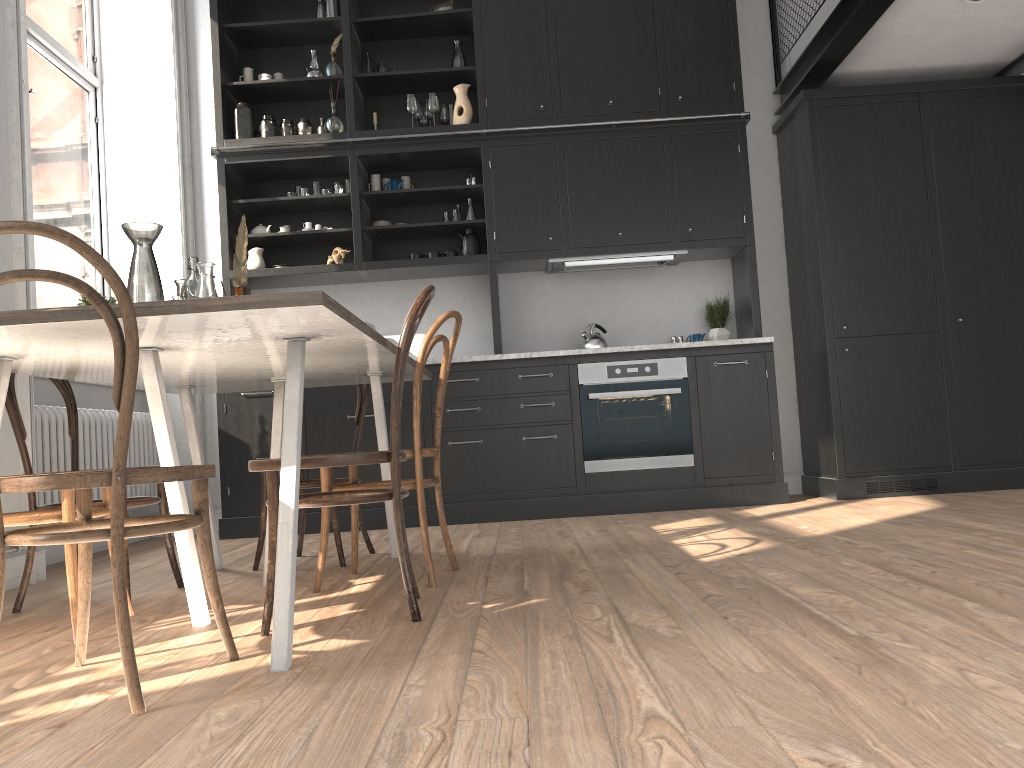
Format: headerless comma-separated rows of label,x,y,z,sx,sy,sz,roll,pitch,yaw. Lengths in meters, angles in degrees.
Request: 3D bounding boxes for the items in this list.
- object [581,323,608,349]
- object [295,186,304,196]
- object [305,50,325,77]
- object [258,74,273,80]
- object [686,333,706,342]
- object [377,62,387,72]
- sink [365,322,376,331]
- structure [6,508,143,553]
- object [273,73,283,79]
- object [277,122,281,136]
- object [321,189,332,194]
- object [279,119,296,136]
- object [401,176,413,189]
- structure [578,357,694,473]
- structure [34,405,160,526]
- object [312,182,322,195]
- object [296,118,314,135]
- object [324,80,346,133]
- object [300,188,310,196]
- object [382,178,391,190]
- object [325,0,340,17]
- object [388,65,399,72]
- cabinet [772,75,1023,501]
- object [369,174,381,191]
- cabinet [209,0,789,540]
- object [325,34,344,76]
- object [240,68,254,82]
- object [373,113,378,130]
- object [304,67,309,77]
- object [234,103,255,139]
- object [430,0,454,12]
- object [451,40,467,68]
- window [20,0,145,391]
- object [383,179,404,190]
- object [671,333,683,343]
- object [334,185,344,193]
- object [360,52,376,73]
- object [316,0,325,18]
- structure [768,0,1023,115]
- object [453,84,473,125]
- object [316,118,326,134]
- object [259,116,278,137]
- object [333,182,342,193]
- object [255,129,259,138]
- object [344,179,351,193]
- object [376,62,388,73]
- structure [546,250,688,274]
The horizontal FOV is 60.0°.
object,0.506,-0.281,5.460,0.171,0.186,0.171,-4,-3,11
object,-1.335,-1.186,5.583,0.060,0.107,0.060,-2,-4,-32
object,-1.240,-1.984,5.577,0.132,0.219,0.132,-2,-4,-25
object,-1.558,-1.899,5.611,0.096,0.095,0.096,-6,-4,34
object,1.152,-0.264,5.543,0.082,0.093,0.140,-3,-3,-10
object,-0.814,-1.963,5.570,0.053,0.125,0.041,-2,-4,-33
sink,-0.869,-0.132,5.397,0.526,0.504,0.514,-4,-3,0
structure,-2.246,-1.455,2.873,0.340,4.472,5.184,-4,-3,0
object,-1.485,-1.919,5.684,0.082,0.135,0.059,-5,-3,23
object,-1.488,-1.564,5.640,0.092,0.184,0.092,-2,-4,-34
object,-1.145,-1.173,5.486,0.072,0.047,0.071,-6,-4,38
object,-1.398,-1.564,5.522,0.096,0.150,0.097,-3,-3,-11
object,-0.661,-1.241,5.619,0.082,0.135,0.059,-3,-3,-17
structure,0.708,0.193,5.329,0.622,0.623,0.618,-4,-3,0
structure,-2.194,0.410,4.621,0.194,0.552,1.578,-4,-3,0
object,-1.212,-1.198,5.515,0.060,0.107,0.060,-5,-4,28
object,-1.311,-1.581,5.618,0.092,0.184,0.092,-5,-3,15
object,-1.091,-1.693,5.444,0.134,0.357,0.134,-1,-4,-45
object,-1.283,-1.175,5.502,0.064,0.069,0.064,-1,-4,-42
object,-0.800,-1.232,5.626,0.059,0.135,0.082,-5,-4,28
object,-1.136,-2.414,5.591,0.100,0.330,0.097,-3,-3,-3
object,-0.750,-1.962,5.635,0.058,0.121,0.044,-5,-4,27
cabinet,2.455,-0.548,5.364,1.401,2.370,0.634,-4,-3,0
object,-0.854,-1.233,5.543,0.059,0.135,0.082,-2,-4,-32
cabinet,-0.158,-0.985,5.407,3.250,3.581,0.635,-4,-3,0
object,-1.117,-2.055,5.547,0.118,0.340,0.123,-5,-3,19
object,-1.667,-1.913,5.589,0.082,0.135,0.059,-5,-4,28
object,-0.847,-1.607,5.499,0.123,0.161,0.123,-4,-3,9
object,-1.303,-1.951,5.683,0.063,0.163,0.063,-4,-3,12
object,-1.645,-1.597,5.451,0.118,0.238,0.118,-3,-3,-14
object,-0.437,-2.351,5.634,0.167,0.121,0.056,-5,-4,25
object,-0.337,-2.055,5.650,0.110,0.255,0.100,-2,-4,-35
window,-5.868,-5.241,11.281,26.398,15.928,14.392,-4,-3,0
object,-0.737,-1.220,5.536,0.082,0.093,0.140,-1,-4,-35
object,1.038,-0.266,5.566,0.080,0.116,0.040,-4,-3,5
object,-1.069,-1.189,5.482,0.064,0.069,0.064,-3,-3,-7
object,-0.905,-1.994,5.584,0.065,0.199,0.084,-5,-3,22
object,-1.215,-2.356,5.639,0.070,0.231,0.067,-3,-3,-3
structure,3.715,-2.662,2.816,4.158,1.212,5.930,-4,-4,0
object,-0.304,-1.698,5.443,0.116,0.267,0.094,-7,-4,42
object,-1.196,-1.589,5.612,0.082,0.185,0.082,-4,-3,1
object,-1.500,-1.564,5.468,0.114,0.155,0.114,-4,-3,4
object,-1.092,-1.203,5.557,0.060,0.107,0.060,-2,-4,-27
object,-1.615,-1.543,5.690,0.114,0.155,0.114,-1,-4,-44
object,-1.009,-1.211,5.510,0.060,0.107,0.060,-2,-3,-22
object,-0.843,-1.980,5.694,0.084,0.177,0.065,-5,-3,22
structure,0.639,-0.773,5.519,0.843,0.123,0.379,-4,-3,0
